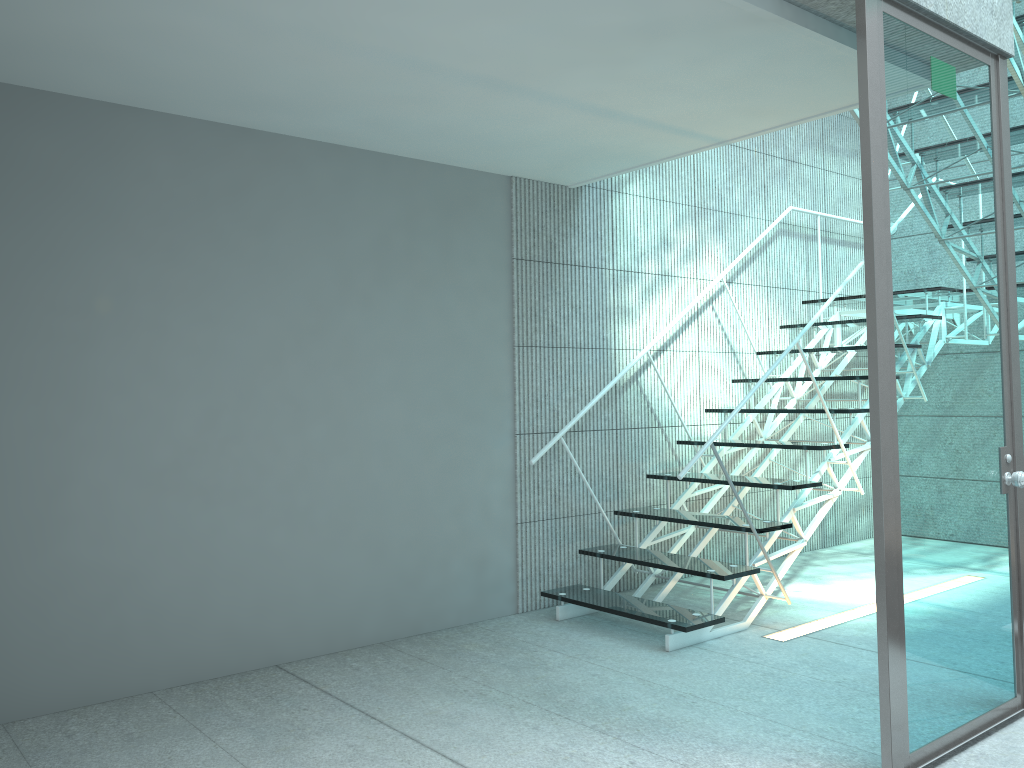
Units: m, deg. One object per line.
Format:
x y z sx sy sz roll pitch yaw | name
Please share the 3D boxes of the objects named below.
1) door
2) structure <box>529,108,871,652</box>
1.274 -0.033 2.519 0.865 2.068 0.076 1 -3 -39 | door
1.894 -1.992 4.401 3.294 6.017 1.908 1 -3 -39 | structure
